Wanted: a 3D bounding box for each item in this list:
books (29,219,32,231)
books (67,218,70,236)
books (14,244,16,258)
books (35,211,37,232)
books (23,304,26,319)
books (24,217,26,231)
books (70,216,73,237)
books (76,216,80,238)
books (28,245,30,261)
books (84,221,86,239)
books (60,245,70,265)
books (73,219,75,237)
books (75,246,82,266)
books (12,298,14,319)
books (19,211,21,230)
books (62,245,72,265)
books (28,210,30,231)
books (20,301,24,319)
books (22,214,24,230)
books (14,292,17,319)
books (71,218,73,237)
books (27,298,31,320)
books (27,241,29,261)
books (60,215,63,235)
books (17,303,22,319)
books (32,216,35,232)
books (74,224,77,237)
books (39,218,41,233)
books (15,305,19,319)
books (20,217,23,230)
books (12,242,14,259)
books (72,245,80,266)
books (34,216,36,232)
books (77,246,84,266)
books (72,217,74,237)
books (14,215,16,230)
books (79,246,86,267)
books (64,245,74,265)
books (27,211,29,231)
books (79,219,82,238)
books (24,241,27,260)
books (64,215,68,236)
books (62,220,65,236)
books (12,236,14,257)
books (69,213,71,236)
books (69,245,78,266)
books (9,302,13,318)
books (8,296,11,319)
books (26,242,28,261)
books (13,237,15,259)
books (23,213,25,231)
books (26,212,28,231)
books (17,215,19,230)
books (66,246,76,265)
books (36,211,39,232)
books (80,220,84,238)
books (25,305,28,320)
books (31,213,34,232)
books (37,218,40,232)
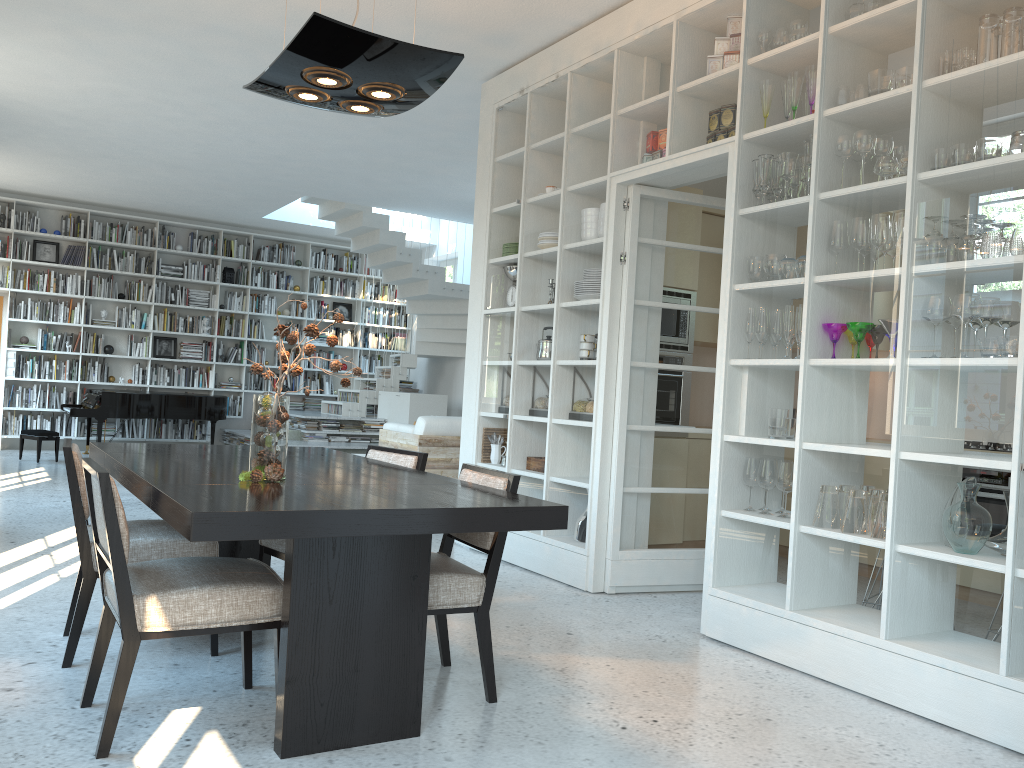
[{"bbox_3d":[-6.115,-2.000,11.256,0.026,0.182,0.161,3,0,-31],"label":"books"},{"bbox_3d":[-5.747,-2.009,11.472,0.028,0.249,0.155,3,0,-31],"label":"books"},{"bbox_3d":[-6.270,-1.654,11.177,0.015,0.207,0.172,3,0,-31],"label":"books"},{"bbox_3d":[-6.063,-2.056,11.297,0.007,0.301,0.145,3,0,-31],"label":"books"},{"bbox_3d":[-6.178,-0.911,11.233,0.028,0.203,0.188,3,0,-31],"label":"books"},{"bbox_3d":[-6.170,-2.009,11.236,0.014,0.192,0.146,3,0,-31],"label":"books"},{"bbox_3d":[-5.722,-2.024,11.499,0.013,0.283,0.166,3,0,-31],"label":"books"},{"bbox_3d":[-5.645,-2.026,11.526,0.025,0.297,0.163,3,0,-31],"label":"books"},{"bbox_3d":[-6.126,-1.649,11.244,0.012,0.214,0.185,3,0,-31],"label":"books"},{"bbox_3d":[-5.586,-1.999,11.592,0.039,0.252,0.146,3,0,-31],"label":"books"},{"bbox_3d":[-5.789,-1.657,11.471,0.110,0.279,0.174,3,0,-31],"label":"books"},{"bbox_3d":[-5.703,-2.008,11.532,0.013,0.254,0.129,3,0,-31],"label":"books"},{"bbox_3d":[-5.665,-1.654,11.562,0.078,0.285,0.174,3,0,-31],"label":"books"},{"bbox_3d":[-6.285,-0.949,11.172,0.027,0.266,0.176,3,0,-31],"label":"books"},{"bbox_3d":[-6.212,-2.040,11.195,0.012,0.249,0.180,3,0,-31],"label":"books"},{"bbox_3d":[-5.775,-1.655,11.490,0.110,0.279,0.174,3,0,-31],"label":"books"},{"bbox_3d":[-6.120,-2.050,11.230,0.015,0.279,0.190,3,0,-31],"label":"books"},{"bbox_3d":[-6.204,-0.928,11.229,0.022,0.235,0.177,3,0,-31],"label":"books"},{"bbox_3d":[-6.186,-2.027,11.209,0.013,0.225,0.177,3,0,-31],"label":"books"},{"bbox_3d":[-6.265,-0.982,11.180,0.012,0.334,0.184,3,0,-31],"label":"books"},{"bbox_3d":[-5.707,-2.014,11.495,0.010,0.263,0.156,3,0,-31],"label":"books"},{"bbox_3d":[-6.147,-0.947,11.276,0.023,0.281,0.174,3,0,-31],"label":"books"},{"bbox_3d":[-6.139,-1.670,11.244,0.012,0.254,0.166,3,0,-31],"label":"books"},{"bbox_3d":[-5.817,-2.028,11.450,0.013,0.278,0.150,3,0,-31],"label":"books"},{"bbox_3d":[-6.240,-0.917,11.226,0.042,0.209,0.143,3,0,-31],"label":"books"},{"bbox_3d":[-6.085,-2.017,11.269,0.013,0.219,0.181,3,0,-31],"label":"books"},{"bbox_3d":[-5.676,-1.975,11.521,0.027,0.190,0.177,3,0,-31],"label":"books"},{"bbox_3d":[-6.035,-2.009,11.320,0.013,0.210,0.136,3,0,-31],"label":"books"},{"bbox_3d":[-6.252,-0.905,11.198,0.037,0.182,0.189,3,0,-31],"label":"books"},{"bbox_3d":[-6.209,-2.012,11.215,0.017,0.194,0.129,3,0,-31],"label":"books"},{"bbox_3d":[-6.295,-1.669,11.184,0.006,0.233,0.136,3,0,-31],"label":"books"},{"bbox_3d":[-5.682,-1.655,11.546,0.078,0.285,0.174,3,0,-31],"label":"books"},{"bbox_3d":[-6.067,-2.013,11.272,0.021,0.214,0.173,3,0,-31],"label":"books"},{"bbox_3d":[-5.643,-1.652,11.570,0.078,0.285,0.174,3,0,-31],"label":"books"},{"bbox_3d":[-5.698,-2.019,11.501,0.011,0.274,0.183,3,0,-31],"label":"books"},{"bbox_3d":[-6.261,-2.021,11.169,0.017,0.204,0.142,3,0,-31],"label":"books"},{"bbox_3d":[-5.616,-1.651,11.570,0.078,0.285,0.174,3,0,-31],"label":"books"},{"bbox_3d":[-5.746,-1.654,11.487,0.110,0.279,0.174,3,0,-31],"label":"books"},{"bbox_3d":[-6.138,-2.047,11.237,0.007,0.272,0.154,3,0,-31],"label":"books"},{"bbox_3d":[-5.638,-2.007,11.558,0.022,0.260,0.152,3,0,-31],"label":"books"},{"bbox_3d":[-6.159,-1.674,11.223,0.023,0.258,0.183,3,0,-31],"label":"books"},{"bbox_3d":[-5.769,-2.026,11.459,0.024,0.279,0.187,3,0,-31],"label":"books"},{"bbox_3d":[-5.795,-1.997,11.450,0.028,0.218,0.153,3,0,-31],"label":"books"},{"bbox_3d":[-6.282,-1.699,11.152,0.005,0.292,0.184,3,0,-31],"label":"books"},{"bbox_3d":[-5.740,-2.044,11.505,0.014,0.321,0.136,3,0,-31],"label":"books"},{"bbox_3d":[-5.700,-1.653,11.512,0.097,0.282,0.174,3,0,-31],"label":"books"},{"bbox_3d":[-6.315,-0.923,11.175,0.026,0.209,0.155,3,0,-31],"label":"books"},{"bbox_3d":[-6.334,-0.962,11.172,0.012,0.285,0.159,3,0,-31],"label":"books"},{"bbox_3d":[-6.150,-1.669,11.239,0.011,0.250,0.168,3,0,-31],"label":"books"},{"bbox_3d":[-6.275,-1.695,11.168,0.006,0.287,0.148,3,0,-31],"label":"books"},{"bbox_3d":[-6.176,-2.035,11.220,0.016,0.243,0.156,3,0,-31],"label":"books"},{"bbox_3d":[-6.148,-2.042,11.232,0.016,0.261,0.154,3,0,-31],"label":"books"},{"bbox_3d":[-6.237,-2.022,11.190,0.032,0.210,0.158,3,0,-31],"label":"books"},{"bbox_3d":[-5.736,-1.653,11.514,0.110,0.279,0.174,3,0,-31],"label":"books"},{"bbox_3d":[-6.060,-2.052,11.312,0.015,0.293,0.130,3,0,-31],"label":"books"},{"bbox_3d":[-5.609,-2.002,11.561,0.031,0.254,0.178,3,0,-31],"label":"books"},{"bbox_3d":[-6.180,-0.902,11.283,0.021,0.187,0.129,3,0,-31],"label":"books"},{"bbox_3d":[-6.099,-2.035,11.271,0.013,0.253,0.129,3,0,-31],"label":"books"},{"bbox_3d":[-6.042,-2.005,11.305,0.014,0.202,0.170,3,0,-31],"label":"books"}]
